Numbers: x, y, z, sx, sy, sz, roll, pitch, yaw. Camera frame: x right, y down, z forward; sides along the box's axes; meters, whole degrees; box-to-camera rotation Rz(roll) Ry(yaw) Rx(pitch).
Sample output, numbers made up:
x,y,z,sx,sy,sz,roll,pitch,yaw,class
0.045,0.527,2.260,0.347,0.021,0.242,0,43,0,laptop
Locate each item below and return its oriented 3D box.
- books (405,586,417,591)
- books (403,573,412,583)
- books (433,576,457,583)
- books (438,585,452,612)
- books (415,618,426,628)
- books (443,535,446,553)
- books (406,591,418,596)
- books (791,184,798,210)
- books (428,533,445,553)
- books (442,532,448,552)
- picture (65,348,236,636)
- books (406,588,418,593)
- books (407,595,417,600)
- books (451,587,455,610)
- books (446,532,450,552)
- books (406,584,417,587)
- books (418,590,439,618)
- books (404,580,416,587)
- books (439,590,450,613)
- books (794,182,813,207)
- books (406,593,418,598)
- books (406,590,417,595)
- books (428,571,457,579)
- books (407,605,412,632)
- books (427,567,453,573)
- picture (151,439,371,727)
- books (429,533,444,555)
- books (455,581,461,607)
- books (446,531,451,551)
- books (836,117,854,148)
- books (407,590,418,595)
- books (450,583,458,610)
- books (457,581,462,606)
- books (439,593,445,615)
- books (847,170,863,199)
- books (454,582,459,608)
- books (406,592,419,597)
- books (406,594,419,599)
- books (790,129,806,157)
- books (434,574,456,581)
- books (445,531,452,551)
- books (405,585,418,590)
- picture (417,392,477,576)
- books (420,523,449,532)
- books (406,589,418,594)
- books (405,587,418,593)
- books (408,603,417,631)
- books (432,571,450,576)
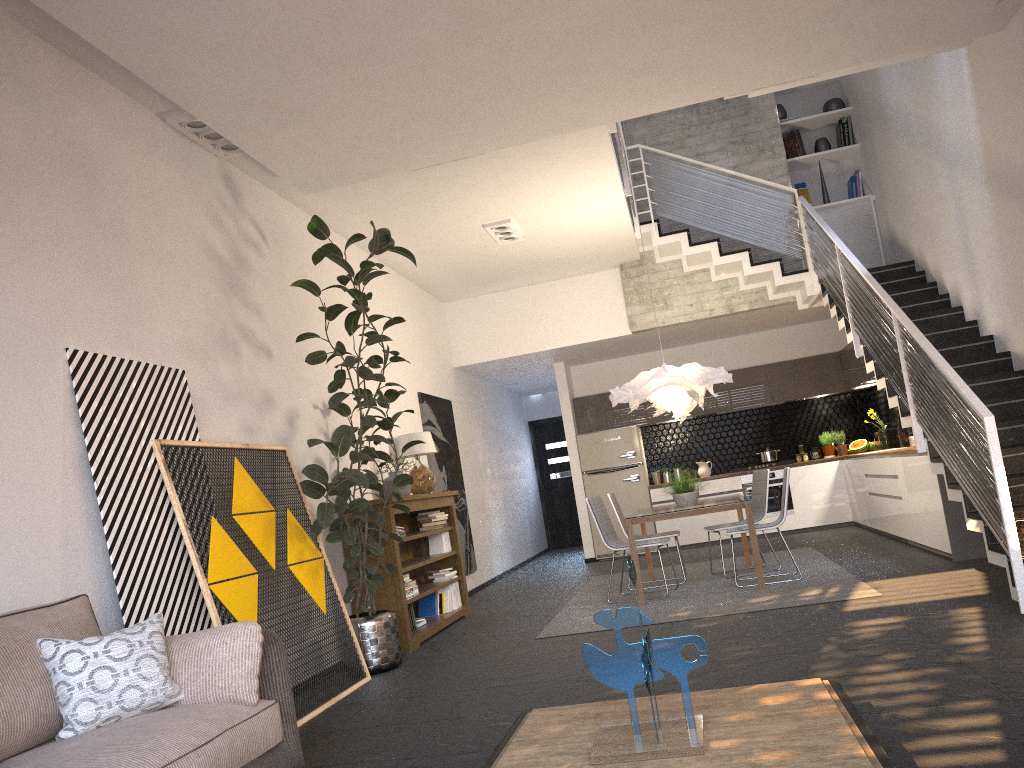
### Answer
x,y,z,sx,sy,sz,roll,pitch,yaw,class
-0.900,1.625,6.950,0.219,0.007,0.305,-11,-7,15,books
-0.944,1.593,7.229,0.217,0.069,0.158,-12,-7,20,books
-0.614,1.794,8.143,0.155,0.020,0.205,-12,-8,21,books
-0.636,1.960,8.053,0.175,0.234,0.100,-10,-5,11,books
-0.822,1.993,7.366,0.269,0.050,0.260,-4,-9,-34,books
-0.682,1.498,8.243,0.120,0.158,0.016,-10,-4,11,books
-0.894,1.661,6.938,0.219,0.008,0.289,-11,-7,17,books
3.339,-2.150,10.559,0.160,0.371,0.273,-10,-5,11,books
-0.704,1.484,8.227,0.136,0.188,0.018,-10,-4,11,books
-0.673,1.484,8.259,0.136,0.188,0.018,-10,-4,11,books
-1.690,0.852,4.424,0.208,2.010,0.960,-10,-5,11,picture
-0.891,1.638,6.947,0.219,0.007,0.305,-11,-7,14,books
-0.885,1.687,6.936,0.219,0.008,0.305,-10,-7,10,books
-0.615,1.985,8.149,0.155,0.204,0.020,-10,-4,11,books
-0.667,1.491,8.324,0.135,0.188,0.015,-10,-4,11,books
-0.925,1.665,7.224,0.244,0.023,0.175,-11,-7,18,books
-0.745,1.964,7.914,0.172,0.226,0.165,-10,-5,11,books
-0.918,1.638,7.228,0.225,0.029,0.180,-11,-7,14,books
-0.642,1.976,8.013,0.155,0.193,0.105,-10,-5,11,books
3.464,-2.175,10.534,0.171,0.372,0.273,-10,-5,11,books
-0.887,1.673,6.937,0.219,0.008,0.305,-11,-7,15,books
-0.895,1.651,6.948,0.219,0.006,0.305,-11,-7,15,books
-0.639,1.757,8.154,0.175,0.023,0.243,-12,-8,21,books
-0.909,1.883,7.123,0.172,0.240,0.084,-10,-5,11,books
-0.664,1.714,8.153,0.147,0.023,0.223,-3,-9,-38,books
-1.374,1.106,5.127,0.387,1.598,1.502,-10,-6,11,picture
-0.698,1.478,8.168,0.135,0.181,0.078,-10,-5,11,books
-0.583,1.983,8.324,0.175,0.242,0.024,-10,-4,11,books
-0.657,1.496,8.378,0.136,0.188,0.018,-10,-4,11,books
3.925,-2.903,10.450,0.160,0.380,0.266,-10,-5,11,books
-0.896,1.656,6.939,0.219,0.008,0.289,-11,-7,17,books
-0.603,1.967,8.170,0.175,0.242,0.024,-10,-4,11,books
-0.575,1.986,8.354,0.175,0.243,0.040,-10,-4,11,books
-0.683,1.986,7.971,0.146,0.182,0.147,-10,-5,14,books
4.035,-2.283,10.421,0.146,0.381,0.273,-10,-5,11,books
-0.595,1.976,8.254,0.175,0.243,0.019,-10,-4,11,books
-0.887,1.665,6.936,0.219,0.013,0.305,-11,-7,15,books
-0.886,1.680,6.935,0.219,0.007,0.305,-11,-7,15,books
3.413,-2.808,10.570,0.134,0.381,0.273,-10,-5,11,books
-0.615,1.774,8.149,0.174,0.019,0.245,-9,-7,1,books
-0.651,1.498,8.402,0.135,0.188,0.031,-10,-4,11,books
-0.900,1.616,6.951,0.219,0.013,0.305,-11,-7,15,books
-0.703,1.138,9.865,0.033,2.019,1.236,-10,-5,11,picture
-0.725,1.335,8.253,0.230,0.034,0.287,-9,-7,3,books
-0.893,1.645,6.944,0.219,0.008,0.289,-11,-7,15,books
-0.895,1.632,6.948,0.219,0.007,0.305,-11,-7,14,books
-0.883,1.887,7.190,0.168,0.240,0.104,-10,-5,11,books
-0.658,1.735,8.144,0.155,0.022,0.206,-8,-7,-9,books
